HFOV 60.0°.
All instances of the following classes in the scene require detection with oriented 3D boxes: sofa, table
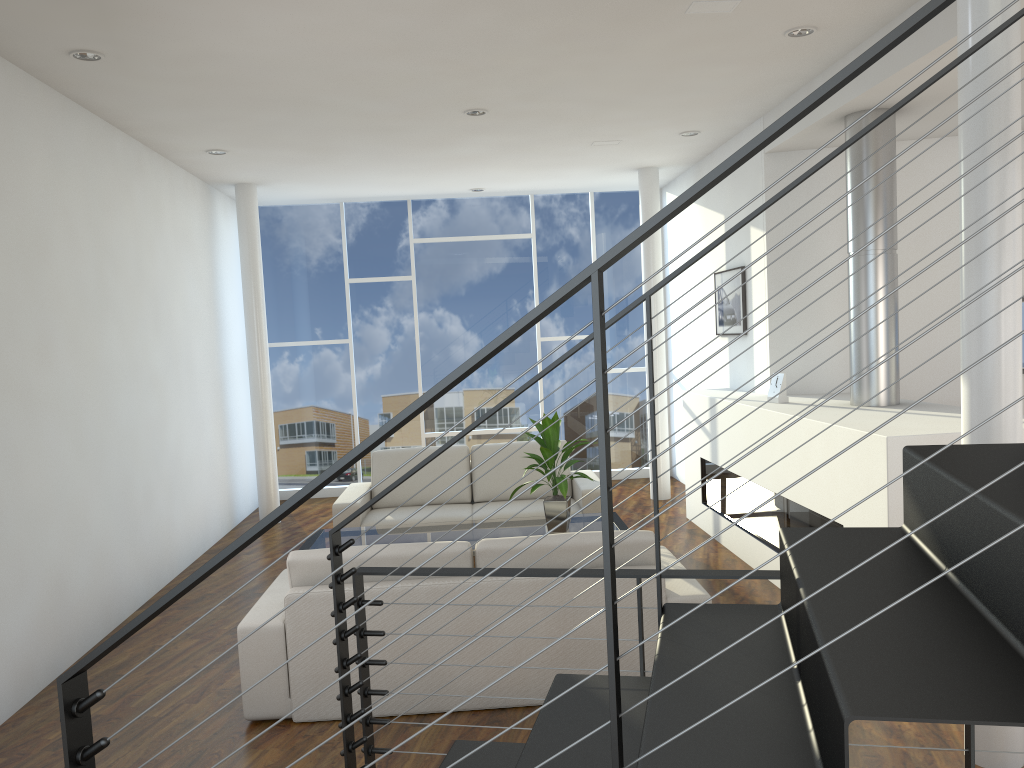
[{"bbox_3d":[-0.249,0.688,5.495,1.610,0.566,0.801,-3,4,-2],"label":"sofa"},{"bbox_3d":[-0.133,0.799,3.368,1.610,0.566,0.801,-3,4,-2],"label":"sofa"},{"bbox_3d":[-0.223,0.890,4.429,1.608,0.285,0.660,-3,3,-2],"label":"table"}]

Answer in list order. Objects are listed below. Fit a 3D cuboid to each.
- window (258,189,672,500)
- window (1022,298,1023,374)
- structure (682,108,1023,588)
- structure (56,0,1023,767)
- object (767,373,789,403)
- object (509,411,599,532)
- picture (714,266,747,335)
[{"bbox_3d":[-0.480,-1.907,7.245,3.415,5.646,0.090,-3,5,-3],"label":"window"},{"bbox_3d":[3.711,-0.300,4.609,2.024,0.408,0.165,-2,4,13],"label":"window"},{"bbox_3d":[1.567,-0.160,4.444,0.750,2.210,2.745,-3,4,-4],"label":"structure"},{"bbox_3d":[1.412,0.649,1.252,4.362,6.310,1.091,-2,5,13],"label":"structure"},{"bbox_3d":[1.375,0.020,4.588,0.061,0.151,0.100,-4,4,-17],"label":"object"},{"bbox_3d":[0.228,0.425,4.375,0.431,0.602,0.457,-4,4,-18],"label":"object"},{"bbox_3d":[1.391,-0.521,5.667,0.020,0.416,0.574,-3,4,-3],"label":"picture"}]
